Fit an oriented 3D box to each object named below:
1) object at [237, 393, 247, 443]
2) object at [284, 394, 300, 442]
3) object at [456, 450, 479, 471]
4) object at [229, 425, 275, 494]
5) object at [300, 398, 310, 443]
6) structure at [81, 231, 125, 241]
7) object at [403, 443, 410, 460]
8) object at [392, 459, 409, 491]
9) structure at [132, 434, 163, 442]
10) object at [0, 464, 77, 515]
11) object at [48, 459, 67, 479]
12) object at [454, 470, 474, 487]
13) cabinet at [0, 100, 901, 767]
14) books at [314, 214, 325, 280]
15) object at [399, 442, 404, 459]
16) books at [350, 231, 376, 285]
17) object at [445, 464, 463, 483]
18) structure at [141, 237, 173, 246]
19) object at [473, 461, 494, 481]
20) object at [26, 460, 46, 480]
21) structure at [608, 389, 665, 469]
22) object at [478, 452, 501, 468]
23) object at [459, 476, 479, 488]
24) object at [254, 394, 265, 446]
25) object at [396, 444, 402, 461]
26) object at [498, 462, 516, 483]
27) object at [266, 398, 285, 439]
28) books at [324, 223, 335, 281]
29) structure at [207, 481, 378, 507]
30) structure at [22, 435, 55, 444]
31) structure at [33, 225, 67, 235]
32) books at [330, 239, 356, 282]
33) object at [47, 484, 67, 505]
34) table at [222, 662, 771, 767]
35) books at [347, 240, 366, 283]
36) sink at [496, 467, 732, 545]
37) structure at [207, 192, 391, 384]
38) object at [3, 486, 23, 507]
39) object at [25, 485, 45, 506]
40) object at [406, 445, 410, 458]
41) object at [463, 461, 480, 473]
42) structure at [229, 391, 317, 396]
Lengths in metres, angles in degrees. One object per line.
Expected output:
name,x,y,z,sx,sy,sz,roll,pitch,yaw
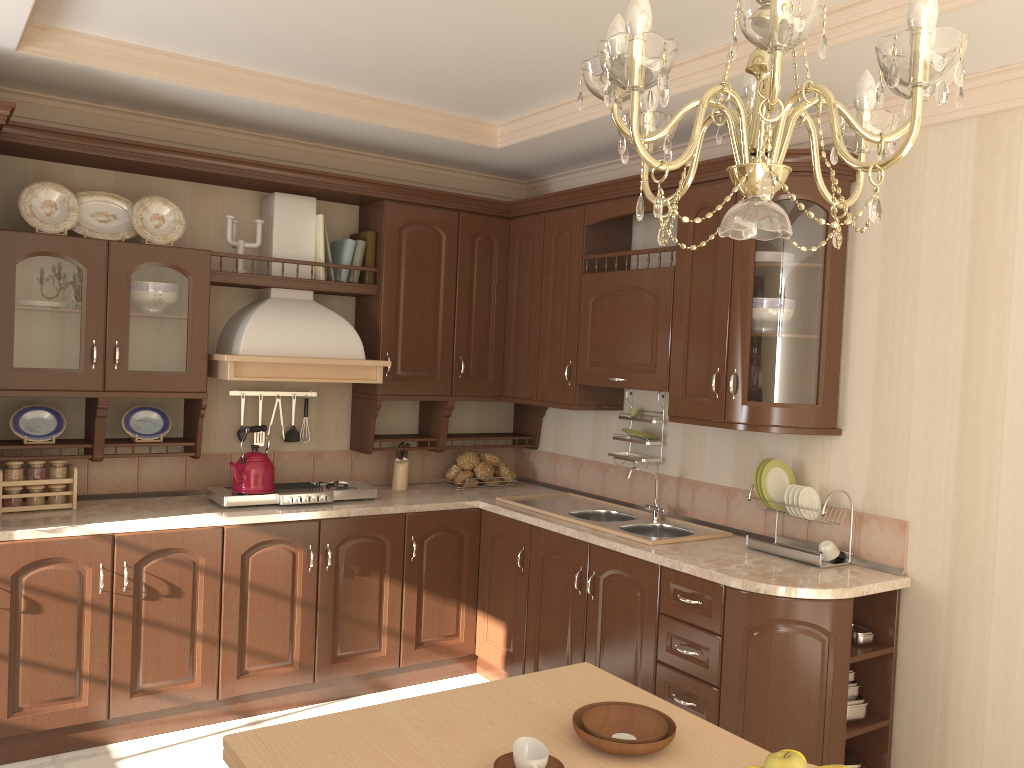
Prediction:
object,-1.249,0.157,4.110,0.048,0.231,0.015,1,2,-33
object,-1.054,0.165,4.261,0.088,0.236,0.028,1,2,-34
object,-0.231,0.399,4.627,0.118,0.105,0.100,1,2,-39
object,-1.110,0.321,3.815,0.181,0.282,0.227,2,2,-11
object,-0.997,0.178,4.284,0.049,0.219,0.049,4,2,33
structure,-1.678,-0.643,3.638,0.154,0.126,0.080,1,2,-34
object,-0.541,0.397,4.477,0.027,0.198,0.053,4,2,39
object,-0.559,0.453,4.477,0.078,0.148,0.151,3,2,3
structure,-1.552,0.181,3.777,0.110,0.126,0.080,1,2,-34
object,-1.893,0.413,3.519,0.276,0.170,0.140,1,2,-39
object,-1.826,0.342,3.566,0.068,0.088,0.068,2,2,-18
object,-0.250,0.489,4.589,0.104,0.092,0.114,3,2,13
cabinet,-0.634,0.246,3.124,3.226,2.313,2.436,1,2,-34
books,-0.928,-0.635,4.173,0.042,0.305,0.194,1,2,-34
object,-0.568,0.390,4.497,0.027,0.191,0.052,3,2,11
books,-0.725,-0.604,4.306,0.052,0.254,0.205,1,2,-34
object,-0.299,0.467,4.639,0.092,0.109,0.123,3,2,23
structure,-1.481,-0.636,3.706,0.110,0.126,0.080,1,2,-34
object,-0.148,0.454,4.629,0.110,0.102,0.115,2,2,-5
object,-1.887,0.341,3.517,0.068,0.088,0.068,2,2,-18
structure,0.575,0.208,4.097,0.131,0.361,0.256,1,2,-34
object,-0.125,0.403,4.720,0.112,0.078,0.125,1,2,-40
object,-0.229,0.508,4.630,0.119,0.058,0.114,3,2,21
object,-1.182,0.171,4.160,0.051,0.245,0.003,1,2,-34
object,-0.577,0.401,4.468,0.027,0.198,0.053,4,2,39
object,-0.029,0.469,4.710,0.097,0.106,0.117,3,2,11
object,-1.118,0.166,4.202,0.089,0.195,0.005,1,2,-34
books,-0.900,-0.617,4.201,0.068,0.271,0.194,1,2,-34
structure,-0.966,0.487,3.979,0.710,0.054,0.325,1,2,-34
structure,-1.893,0.173,3.548,0.110,0.126,0.080,1,2,-34
structure,-1.811,-0.644,3.481,0.110,0.126,0.080,1,2,-34
books,-0.826,-0.584,4.247,0.086,0.209,0.205,1,2,-34
object,-1.831,0.442,3.569,0.068,0.088,0.068,2,2,-18
table,0.237,1.110,1.326,0.900,0.774,1.567,1,2,-34
books,-0.779,-0.582,4.268,0.080,0.209,0.205,1,2,-34
sink,0.412,0.521,3.921,0.448,0.348,1.077,1,2,-34
structure,-0.975,-0.440,4.020,0.753,0.845,0.455,1,2,-34
object,-1.952,0.440,3.471,0.068,0.088,0.068,2,2,-18
object,-1.892,0.441,3.520,0.068,0.088,0.068,2,2,-18
object,-0.542,0.386,4.515,0.022,0.159,0.050,3,2,25
object,-0.215,0.440,4.705,0.110,0.092,0.113,3,2,18
structure,-1.126,0.046,4.198,0.422,0.020,0.008,1,2,-34
